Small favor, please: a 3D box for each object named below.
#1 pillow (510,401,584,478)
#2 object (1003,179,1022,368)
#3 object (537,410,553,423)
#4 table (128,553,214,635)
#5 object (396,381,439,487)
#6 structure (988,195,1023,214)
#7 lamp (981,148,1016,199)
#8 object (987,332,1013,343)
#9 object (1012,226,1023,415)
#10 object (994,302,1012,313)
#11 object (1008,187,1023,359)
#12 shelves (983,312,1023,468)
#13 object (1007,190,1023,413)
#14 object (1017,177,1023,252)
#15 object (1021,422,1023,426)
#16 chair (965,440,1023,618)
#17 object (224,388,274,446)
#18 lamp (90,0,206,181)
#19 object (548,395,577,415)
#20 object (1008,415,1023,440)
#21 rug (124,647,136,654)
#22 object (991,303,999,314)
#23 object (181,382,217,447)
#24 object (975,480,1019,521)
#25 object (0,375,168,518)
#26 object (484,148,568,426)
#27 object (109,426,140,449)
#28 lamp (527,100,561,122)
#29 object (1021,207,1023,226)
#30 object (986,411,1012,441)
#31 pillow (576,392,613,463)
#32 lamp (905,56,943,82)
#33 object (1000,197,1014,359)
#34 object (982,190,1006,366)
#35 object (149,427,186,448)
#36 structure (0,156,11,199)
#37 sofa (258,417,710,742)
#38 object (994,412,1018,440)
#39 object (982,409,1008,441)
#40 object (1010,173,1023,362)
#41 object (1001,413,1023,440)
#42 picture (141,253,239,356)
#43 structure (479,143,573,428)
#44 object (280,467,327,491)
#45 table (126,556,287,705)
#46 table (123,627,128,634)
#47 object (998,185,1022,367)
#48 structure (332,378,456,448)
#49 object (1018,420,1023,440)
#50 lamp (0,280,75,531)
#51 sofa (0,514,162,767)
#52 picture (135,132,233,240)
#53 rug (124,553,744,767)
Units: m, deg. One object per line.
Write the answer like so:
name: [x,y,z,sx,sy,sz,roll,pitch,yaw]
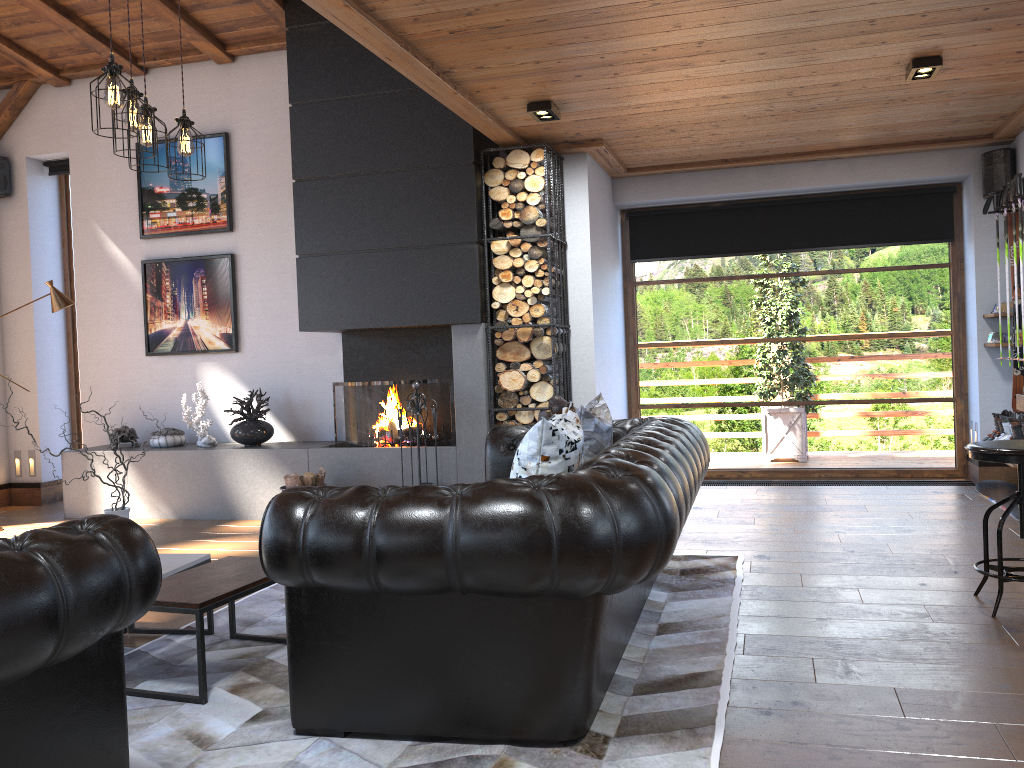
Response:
pillow: [0.136,0.316,3.487,0.281,0.469,0.532,-2,2,19]
object: [3.327,-0.732,5.903,0.059,1.249,0.120,-3,1,-27]
object: [0.167,0.575,6.104,0.268,0.795,0.263,-2,1,-1]
table: [-1.559,0.929,3.561,0.398,0.350,0.653,-2,2,11]
object: [-0.642,0.490,6.115,0.311,1.017,0.304,-3,1,-29]
structure: [3.455,-1.214,5.951,0.317,0.135,1.057,-2,2,16]
lamp: [3.708,-1.599,6.748,0.212,0.349,0.215,-2,1,16]
object: [3.743,-0.355,6.714,0.356,0.084,0.186,-4,2,-39]
object: [3.603,-0.587,6.331,0.114,1.606,0.096,-2,1,16]
object: [3.708,-0.570,6.615,0.188,0.084,0.161,-2,2,14]
object: [3.451,-0.743,6.099,0.059,1.249,0.121,-2,1,-2]
shelves: [2.851,0.091,3.678,0.608,0.988,6.688,-2,2,17]
object: [3.564,-0.597,6.240,0.114,1.606,0.096,-2,1,16]
object: [3.385,-0.733,5.873,0.059,1.249,0.121,-2,1,-2]
object: [3.308,0.354,5.661,0.250,0.270,0.117,-2,1,10]
chair: [2.192,0.612,3.793,0.438,0.716,0.445,-2,1,20]
object: [-2.056,0.259,6.994,0.337,0.455,0.338,-1,2,41]
lamp: [-1.760,-2.125,4.136,0.261,2.201,0.805,-2,1,7]
object: [0.338,0.222,5.240,0.251,0.319,0.148,-3,2,-33]
object: [3.389,0.341,5.956,0.249,0.270,0.118,-1,2,36]
rug: [-3.736,1.187,3.049,3.783,0.053,2.448,-2,2,16]
object: [3.758,-0.577,6.788,0.159,0.084,0.191,-2,2,15]
object: [-2.493,0.247,7.043,0.261,0.532,0.424,-3,1,-15]
object: [3.469,0.803,6.044,0.306,0.065,1.635,-2,2,16]
object: [-1.628,0.353,3.535,0.402,0.808,0.626,-2,1,27]
object: [0.125,-0.347,6.421,0.490,2.611,0.469,-2,1,15]
object: [-3.196,0.435,7.309,0.229,0.183,0.401,-3,2,-30]
lamp: [0.197,-1.686,5.465,0.154,0.068,0.263,-2,2,16]
object: [3.559,-0.608,6.094,0.111,1.621,0.073,-2,1,15]
object: [3.497,0.326,6.315,0.249,0.270,0.117,-2,1,20]
pillow: [0.327,0.288,4.144,0.281,0.469,0.532,-2,2,19]
lamp: [2.279,-1.751,4.910,0.154,0.068,0.263,-2,2,16]
object: [3.516,-0.753,6.325,0.059,1.249,0.121,-2,1,-2]
object: [3.436,-0.749,6.309,0.121,1.249,0.059,-2,1,-3]
object: [-2.810,0.434,7.226,0.279,0.160,0.261,-2,2,18]
structure: [-4.557,-1.823,7.805,0.212,0.349,0.215,-2,1,16]
sofa: [0.157,0.620,3.696,1.232,0.838,2.582,-2,2,15]
object: [3.463,0.331,6.196,0.249,0.270,0.117,-2,1,20]
object: [3.532,0.321,6.428,0.251,0.270,0.117,-2,1,5]
object: [3.254,-0.722,5.702,0.059,1.249,0.120,-3,1,-17]
object: [3.443,0.335,6.075,0.249,0.270,0.117,-2,1,20]
picture: [-2.706,-0.655,7.427,0.874,0.816,0.036,-2,1,15]
structure: [0.128,-0.353,6.410,0.499,2.616,0.515,-2,1,16]
object: [-1.467,0.816,6.251,0.379,0.431,0.389,-1,2,42]
table: [-1.131,0.917,3.409,0.397,0.350,0.655,-2,2,21]
table: [-1.986,0.943,3.649,0.398,0.350,0.654,-2,2,16]
object: [3.462,-0.603,6.053,0.253,1.621,0.104,-2,1,11]
structure: [-0.914,0.233,6.570,0.976,0.514,0.184,-2,1,15]
object: [3.382,0.346,5.817,0.249,0.270,0.118,-1,1,31]
lamp: [-3.966,0.164,6.594,0.521,1.898,1.338,-1,2,37]
sofa: [-2.292,0.767,2.129,2.550,0.838,1.247,-2,2,15]
picture: [-2.746,-1.649,7.408,0.874,0.816,0.036,-2,1,15]
rug: [-0.425,1.048,3.308,2.416,0.053,4.072,-2,2,17]
